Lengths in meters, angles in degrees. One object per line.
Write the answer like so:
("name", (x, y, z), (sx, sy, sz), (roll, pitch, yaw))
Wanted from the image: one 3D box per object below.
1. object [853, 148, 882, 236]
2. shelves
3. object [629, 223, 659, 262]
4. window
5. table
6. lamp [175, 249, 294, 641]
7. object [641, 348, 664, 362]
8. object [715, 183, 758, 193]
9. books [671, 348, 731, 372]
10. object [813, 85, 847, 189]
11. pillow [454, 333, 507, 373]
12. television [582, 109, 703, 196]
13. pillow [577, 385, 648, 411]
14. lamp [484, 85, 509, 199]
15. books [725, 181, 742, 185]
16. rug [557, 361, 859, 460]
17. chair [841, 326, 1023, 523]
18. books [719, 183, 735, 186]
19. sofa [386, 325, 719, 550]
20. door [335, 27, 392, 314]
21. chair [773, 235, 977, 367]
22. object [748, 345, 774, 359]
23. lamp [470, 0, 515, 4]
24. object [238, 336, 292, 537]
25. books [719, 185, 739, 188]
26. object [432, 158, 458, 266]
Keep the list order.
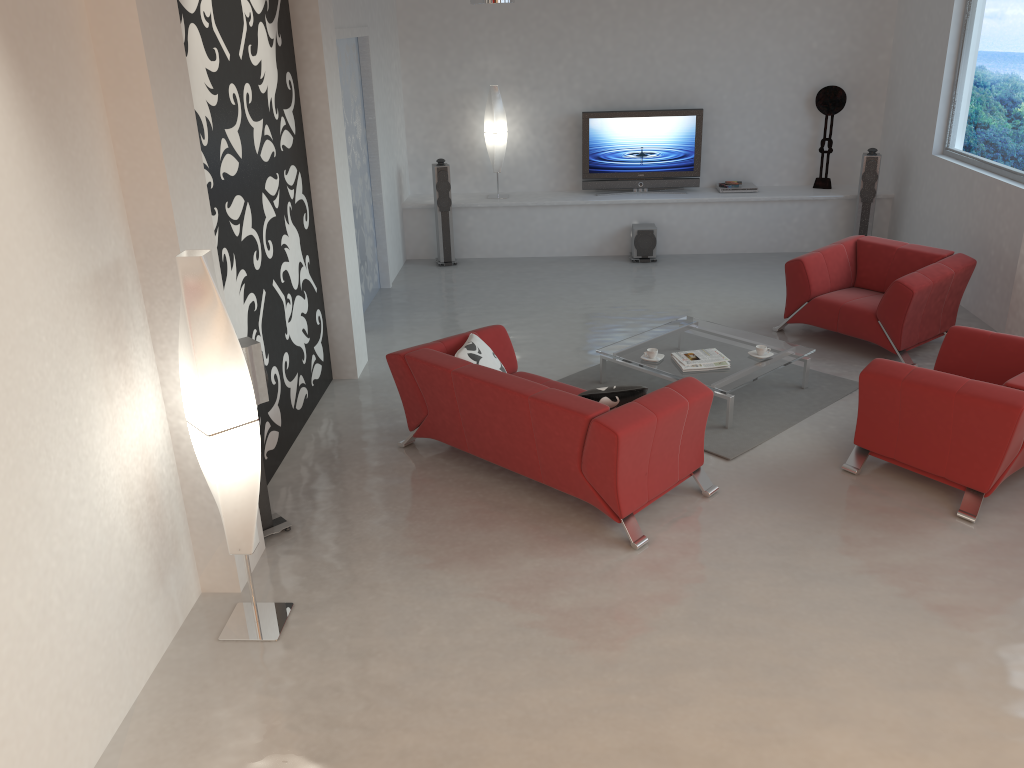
("object", (3.870, -1.979, 9.696), (0.255, 1.184, 0.273), (5, 24, 17))
("shelves", (1.502, -2.175, 10.271), (5.500, 0.050, 0.650), (-1, 23, 3))
("object", (1.488, -1.593, 10.015), (0.336, 0.374, 0.337), (-1, 23, 3))
("window", (4.238, -2.652, 7.354), (0.100, 1.800, 2.400), (-1, 23, 3))
("table", (1.420, -0.121, 6.579), (1.097, 0.286, 1.162), (-21, 29, -38))
("lamp", (-1.232, 0.303, 3.849), (0.313, 1.779, 0.313), (3, 23, 11))
("object", (1.010, -0.213, 6.371), (0.153, 0.069, 0.153), (11, 26, 27))
("object", (2.606, -2.281, 10.295), (0.430, 0.045, 0.352), (-1, 23, 3))
("books", (1.341, -0.175, 6.297), (0.367, 0.035, 0.345), (-4, 23, -6))
("object", (3.568, -2.786, 10.036), (0.331, 1.130, 0.108), (10, 25, 26))
("pillow", (-0.187, -0.097, 5.621), (0.288, 0.343, 0.402), (2, 23, 10))
("television", (1.487, -2.667, 10.193), (1.356, 0.919, 0.343), (-1, 23, 3))
("pillow", (0.541, 0.143, 4.984), (0.402, 0.343, 0.288), (-3, 23, -4))
("lamp", (-0.181, -2.766, 10.148), (0.263, 1.239, 0.263), (-4, 23, -4))
("books", (2.559, -2.324, 10.248), (0.190, 0.015, 0.135), (3, 23, 12))
("rug", (1.415, 0.016, 6.628), (1.700, 0.025, 1.700), (-21, 29, -38))
("chair", (2.757, 0.142, 5.268), (1.288, 0.738, 0.951), (-18, 27, -33))
("books", (2.509, -2.312, 10.261), (0.190, 0.015, 0.135), (-8, 23, -15))
("sofa", (0.197, 0.189, 5.363), (1.929, 0.738, 0.951), (18, 30, 39))
("door", (-1.467, -1.908, 8.177), (0.240, 2.550, 1.600), (-1, 23, 3))
("chair", (2.989, -0.729, 7.343), (0.951, 0.738, 1.288), (-18, 27, -33))
("object", (1.785, -0.235, 6.362), (0.153, 0.069, 0.153), (-14, 26, -28))
("lamp", (-0.177, -3.613, 7.405), (0.379, 0.800, 0.379), (-2, 23, 0))
("object", (-1.380, 0.311, 4.710), (0.229, 1.112, 0.214), (-21, 29, -38))
("books", (2.510, -2.297, 10.264), (0.190, 0.015, 0.135), (-15, 26, -29))
("object", (-0.769, -1.933, 9.960), (0.255, 1.184, 0.273), (-6, 23, -11))
